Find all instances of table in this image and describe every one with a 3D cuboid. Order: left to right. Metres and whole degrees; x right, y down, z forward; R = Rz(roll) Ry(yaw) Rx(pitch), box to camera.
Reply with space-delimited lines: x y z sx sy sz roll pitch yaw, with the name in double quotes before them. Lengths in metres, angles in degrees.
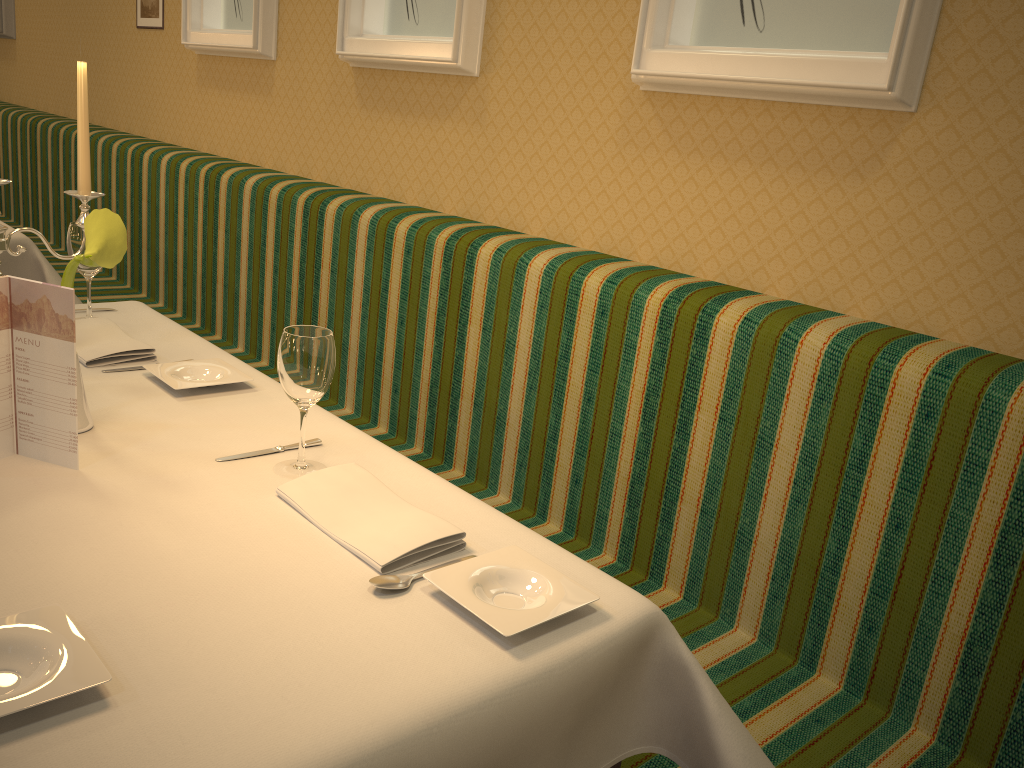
"table" -2.633 -0.323 3.305 1.385 0.759 2.152 -9 23 -42
"table" -0.817 0.456 1.466 1.385 0.759 2.152 -9 23 -42

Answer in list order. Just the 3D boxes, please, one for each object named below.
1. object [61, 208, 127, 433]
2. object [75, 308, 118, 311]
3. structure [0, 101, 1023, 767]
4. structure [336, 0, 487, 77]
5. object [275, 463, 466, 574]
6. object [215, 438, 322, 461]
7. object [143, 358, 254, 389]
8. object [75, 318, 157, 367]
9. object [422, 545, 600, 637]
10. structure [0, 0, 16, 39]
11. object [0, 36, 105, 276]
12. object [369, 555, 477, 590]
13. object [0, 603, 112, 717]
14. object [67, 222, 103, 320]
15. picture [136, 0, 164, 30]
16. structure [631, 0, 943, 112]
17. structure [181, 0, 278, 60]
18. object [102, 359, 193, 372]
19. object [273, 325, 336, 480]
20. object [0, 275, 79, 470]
"object" -0.674 -0.095 1.389 0.163 0.375 0.076 17 19 31
"object" -1.048 -0.180 2.146 0.181 0.015 0.038 -8 22 -41
"structure" -3.223 -1.132 5.296 0.850 1.031 14.516 -9 23 -42
"structure" -0.130 -2.396 2.349 0.200 2.985 0.661 -9 23 -42
"object" -0.205 0.184 1.262 0.142 0.033 0.273 -9 23 -42
"object" -0.398 0.109 1.464 0.185 0.010 0.017 -8 22 -41
"object" -0.620 -0.011 1.751 0.160 0.024 0.160 -9 23 -42
"object" -0.885 -0.091 1.898 0.142 0.033 0.273 -9 23 -42
"object" -0.002 0.261 1.100 0.160 0.024 0.160 -9 23 -42
"structure" -3.278 -3.805 5.527 0.200 3.103 0.956 -9 23 -42
"object" -0.911 -0.315 1.547 0.390 0.655 0.131 -6 21 -37
"object" -0.105 0.240 1.140 0.181 0.015 0.038 -8 22 -41
"object" -0.491 0.277 0.845 0.160 0.024 0.160 -9 23 -42
"object" -0.980 -0.255 2.052 0.088 0.229 0.088 8 17 3
"picture" -1.672 -1.796 4.094 0.008 0.294 0.313 -9 23 -42
"structure" 0.724 -2.030 1.485 0.200 2.985 0.670 -9 23 -42
"structure" -0.935 -2.742 3.164 0.200 2.985 0.687 -9 23 -42
"object" -0.738 -0.037 1.807 0.185 0.010 0.017 -8 22 -41
"object" -0.323 0.028 1.381 0.088 0.229 0.088 8 17 3
"object" -0.719 -0.012 1.274 0.166 0.277 0.081 -2 19 -27
